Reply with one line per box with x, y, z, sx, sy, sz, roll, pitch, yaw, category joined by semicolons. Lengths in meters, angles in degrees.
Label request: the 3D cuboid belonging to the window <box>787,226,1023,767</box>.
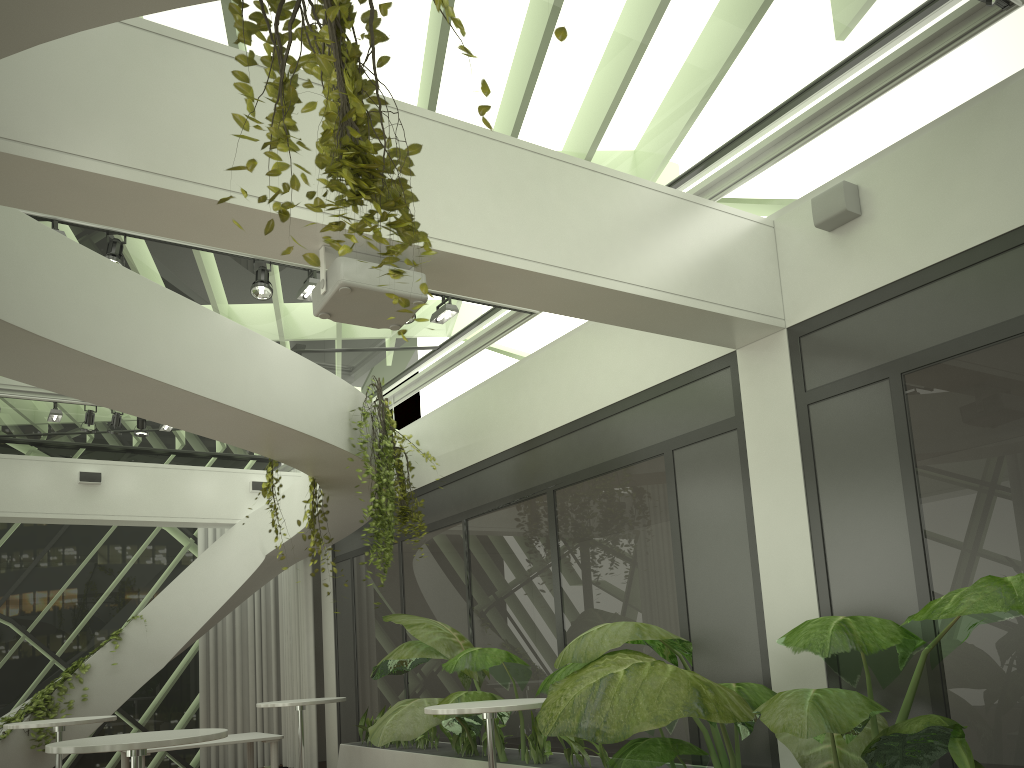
3.702;0.188;2.171;0.050;3.153;7.293;2;-16;-33;window

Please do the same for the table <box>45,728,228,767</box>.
-1.869;2.334;4.399;0.856;1.067;0.883;-4;-12;1;table

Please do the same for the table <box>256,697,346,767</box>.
-2.028;3.632;8.505;0.856;1.067;0.883;-4;-12;1;table

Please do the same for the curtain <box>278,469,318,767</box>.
-2.970;3.218;12.095;0.160;3.982;1.023;2;-11;-34;curtain

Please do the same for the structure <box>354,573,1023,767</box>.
0.421;2.056;5.271;1.791;1.669;9.150;5;-19;-32;structure

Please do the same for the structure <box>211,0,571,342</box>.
-0.520;-0.974;1.925;4.658;2.257;1.479;-10;-13;20;structure

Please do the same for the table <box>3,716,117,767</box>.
-3.798;3.387;7.364;0.856;1.067;0.883;-4;-12;1;table

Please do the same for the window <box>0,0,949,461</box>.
-1.452;-1.613;4.982;5.721;0.053;17.192;7;-20;-31;window

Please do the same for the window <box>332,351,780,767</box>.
-0.349;2.401;8.398;0.050;3.153;7.385;2;-16;-33;window

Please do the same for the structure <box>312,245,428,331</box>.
-0.667;-0.448;4.052;0.465;0.268;0.398;6;-18;-32;structure

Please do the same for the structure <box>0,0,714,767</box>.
1.182;-0.170;0.636;5.936;4.105;25.111;4;-19;-26;structure

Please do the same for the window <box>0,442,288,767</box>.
-5.766;3.048;11.543;5.770;4.518;0.039;6;-12;-33;window

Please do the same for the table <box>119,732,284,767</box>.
-3.282;4.121;9.201;1.509;0.699;1.097;7;-18;-32;table

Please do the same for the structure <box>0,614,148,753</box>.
-5.278;2.926;8.168;2.032;1.622;4.935;-3;-17;-2;structure

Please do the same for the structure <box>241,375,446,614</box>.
-1.486;0.969;7.692;1.447;2.017;1.674;-8;-13;21;structure

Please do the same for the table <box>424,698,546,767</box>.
-0.099;2.578;5.540;0.856;1.067;0.883;-4;-12;1;table

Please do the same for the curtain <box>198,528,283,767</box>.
-3.842;3.393;12.475;1.235;3.982;0.163;3;-11;-35;curtain
